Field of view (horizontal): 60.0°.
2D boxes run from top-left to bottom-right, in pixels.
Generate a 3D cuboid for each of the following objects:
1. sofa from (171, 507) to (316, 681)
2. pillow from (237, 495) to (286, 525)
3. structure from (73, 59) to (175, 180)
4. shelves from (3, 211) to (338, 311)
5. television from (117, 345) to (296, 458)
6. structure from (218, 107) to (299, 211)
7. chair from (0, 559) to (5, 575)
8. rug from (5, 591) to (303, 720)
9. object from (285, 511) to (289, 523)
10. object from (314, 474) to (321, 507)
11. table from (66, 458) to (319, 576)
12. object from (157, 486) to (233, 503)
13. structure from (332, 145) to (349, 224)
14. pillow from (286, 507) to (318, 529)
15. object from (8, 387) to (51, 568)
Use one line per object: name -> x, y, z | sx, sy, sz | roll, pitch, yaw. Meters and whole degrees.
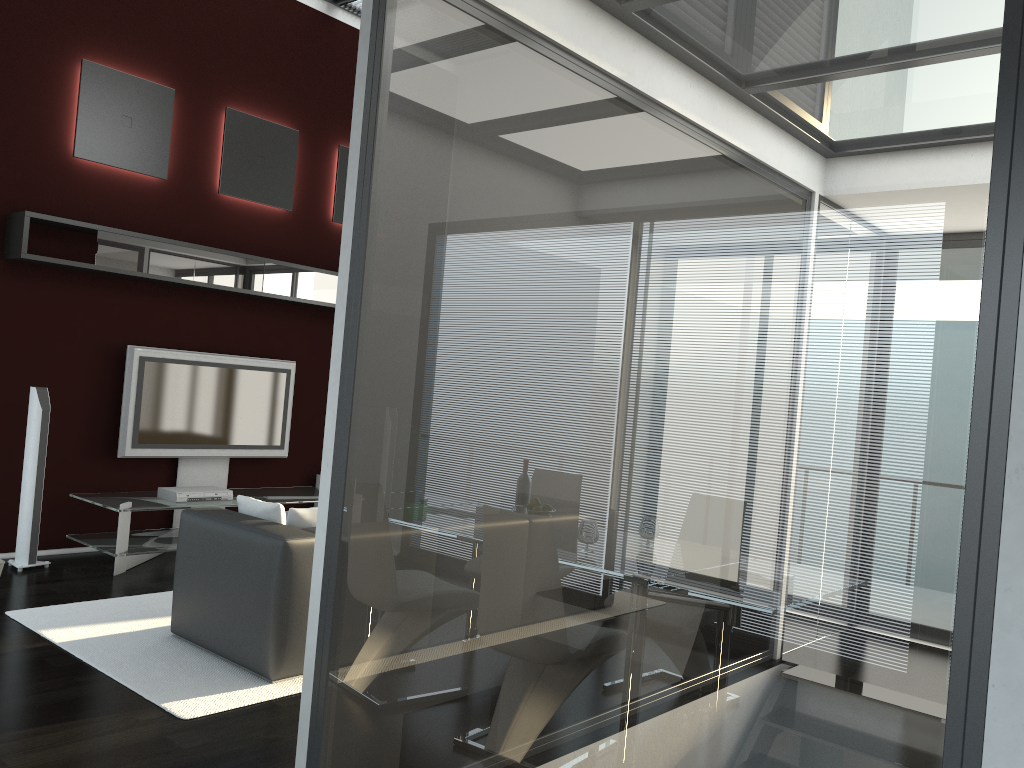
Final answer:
sofa -> -0.505, 1.062, 5.287 | 0.943, 0.652, 2.781 | 5, -1, 41
pillow -> -1.269, 0.768, 4.580 | 0.376, 0.358, 0.186 | 5, -1, 42
structure -> -2.773, -1.876, 6.353 | 0.055, 0.676, 0.678 | 5, -1, 41
shelves -> -3.152, -0.954, 5.805 | 0.305, 0.301, 6.988 | 5, -1, 41
television -> -2.316, 0.168, 6.886 | 0.099, 0.807, 1.436 | 5, -1, 41
structure -> -2.053, -1.807, 7.193 | 0.055, 0.676, 0.678 | 5, -1, 41
chair -> -1.407, 0.819, 1.743 | 0.612, 0.959, 0.471 | 5, -1, -44
rug -> -0.799, 1.382, 5.498 | 1.875, 0.009, 3.695 | 5, -1, 41
object -> -1.822, 1.116, 7.158 | 0.412, 0.106, 0.449 | 5, -1, 41
object -> -1.529, 1.069, 7.766 | 0.323, 0.518, 0.286 | 5, -1, 41
table -> -2.143, 0.731, 6.725 | 0.771, 1.093, 2.046 | 5, -1, 41
object -> -2.286, 0.796, 6.411 | 0.273, 0.073, 0.439 | 5, -1, 41
structure -> -1.334, -1.739, 8.032 | 0.055, 0.676, 0.678 | 5, -1, 41
pillow -> -1.001, 0.789, 4.480 | 0.169, 0.361, 0.376 | 5, -1, 43
object -> -3.102, 0.592, 5.741 | 0.215, 1.141, 0.228 | 5, 0, 26
